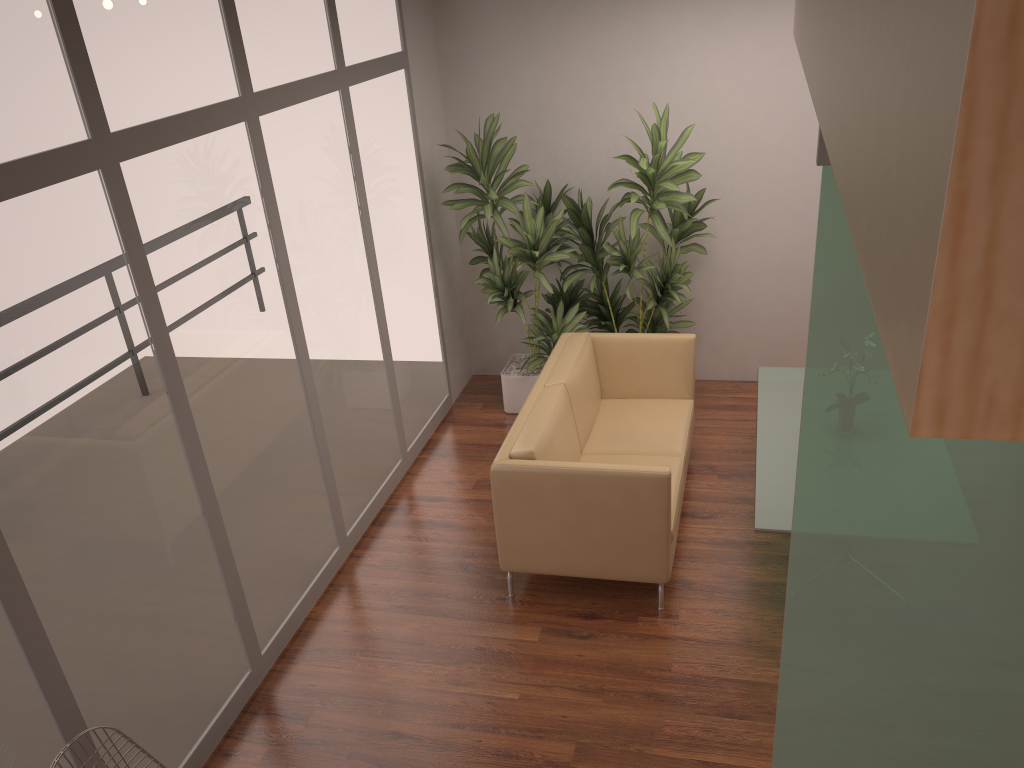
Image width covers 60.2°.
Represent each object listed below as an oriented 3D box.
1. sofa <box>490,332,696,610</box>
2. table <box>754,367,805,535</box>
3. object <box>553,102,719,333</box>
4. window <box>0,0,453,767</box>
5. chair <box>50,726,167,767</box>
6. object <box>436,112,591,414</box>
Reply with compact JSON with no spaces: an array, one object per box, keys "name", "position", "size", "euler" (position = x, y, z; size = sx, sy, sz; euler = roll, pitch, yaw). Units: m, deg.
[{"name":"sofa","position":[0.559,0.379,5.087],"size":[0.879,0.871,1.731],"euler":[2,27,15]},{"name":"table","position":[1.805,0.541,4.814],"size":[0.940,0.583,1.798],"euler":[2,26,15]},{"name":"object","position":[0.811,-0.814,6.042],"size":[1.076,2.190,0.932],"euler":[9,31,26]},{"name":"window","position":[-1.576,0.329,2.572],"size":[0.062,3.411,8.226],"euler":[3,27,15]},{"name":"chair","position":[-1.076,1.540,2.866],"size":[0.561,0.937,0.522],"euler":[2,28,15]},{"name":"object","position":[0.154,-0.824,6.205],"size":[0.960,2.190,1.044],"euler":[12,32,30]}]
